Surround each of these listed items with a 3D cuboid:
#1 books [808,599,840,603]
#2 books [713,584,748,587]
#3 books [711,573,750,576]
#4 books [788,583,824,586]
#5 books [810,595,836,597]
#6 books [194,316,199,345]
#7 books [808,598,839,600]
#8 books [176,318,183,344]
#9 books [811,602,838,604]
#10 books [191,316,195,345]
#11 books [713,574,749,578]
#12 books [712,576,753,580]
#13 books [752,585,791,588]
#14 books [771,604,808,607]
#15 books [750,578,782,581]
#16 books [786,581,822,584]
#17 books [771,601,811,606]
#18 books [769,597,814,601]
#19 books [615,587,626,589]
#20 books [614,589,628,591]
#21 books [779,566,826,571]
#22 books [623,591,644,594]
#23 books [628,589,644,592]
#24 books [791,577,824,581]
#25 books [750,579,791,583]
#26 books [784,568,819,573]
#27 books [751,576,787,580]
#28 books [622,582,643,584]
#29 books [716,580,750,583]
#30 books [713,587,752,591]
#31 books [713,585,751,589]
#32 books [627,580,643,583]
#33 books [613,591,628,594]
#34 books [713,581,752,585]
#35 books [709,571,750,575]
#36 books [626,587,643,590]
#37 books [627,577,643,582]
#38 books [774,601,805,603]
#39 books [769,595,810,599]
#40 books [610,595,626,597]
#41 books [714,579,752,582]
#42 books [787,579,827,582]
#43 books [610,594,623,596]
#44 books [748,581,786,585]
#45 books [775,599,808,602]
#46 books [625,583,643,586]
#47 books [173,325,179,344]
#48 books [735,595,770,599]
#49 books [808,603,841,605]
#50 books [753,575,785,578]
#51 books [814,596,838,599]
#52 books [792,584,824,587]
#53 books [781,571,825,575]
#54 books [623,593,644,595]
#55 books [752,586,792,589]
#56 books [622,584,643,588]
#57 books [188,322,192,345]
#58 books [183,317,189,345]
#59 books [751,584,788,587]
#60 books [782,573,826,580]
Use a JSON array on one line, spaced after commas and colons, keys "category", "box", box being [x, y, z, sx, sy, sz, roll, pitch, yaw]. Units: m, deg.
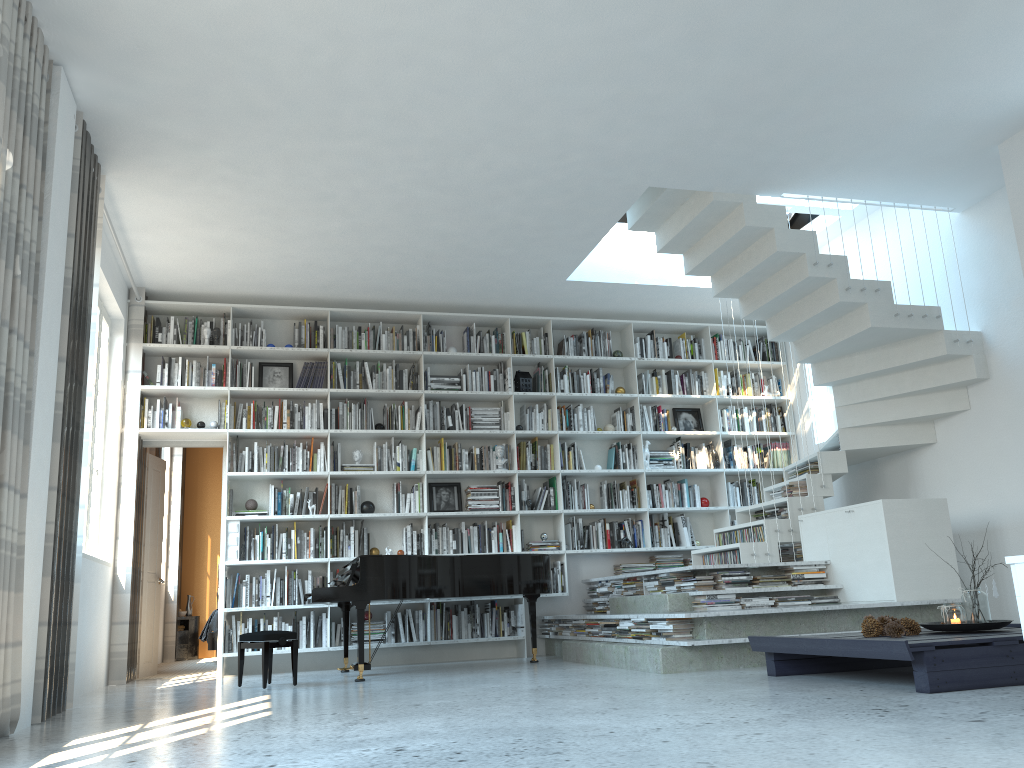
[{"category": "books", "box": [2.214, 1.561, 6.377, 0.234, 0.017, 0.152, 1, -15, -14]}, {"category": "books", "box": [1.567, 1.444, 6.359, 0.207, 0.012, 0.132, 2, -15, -19]}, {"category": "books", "box": [1.567, 1.366, 6.363, 0.228, 0.009, 0.159, 2, -15, -19]}, {"category": "books", "box": [2.128, 1.469, 6.499, 0.259, 0.009, 0.153, 2, -15, -18]}, {"category": "books", "box": [2.210, 1.532, 6.393, 0.215, 0.007, 0.131, 1, -15, -13]}, {"category": "books", "box": [-2.787, -0.434, 7.819, 0.029, 0.313, 0.129, 1, -14, -15]}, {"category": "books", "box": [2.212, 1.551, 6.384, 0.225, 0.007, 0.133, 0, -15, -12]}, {"category": "books", "box": [-2.900, -0.418, 7.751, 0.057, 0.262, 0.191, 1, -14, -15]}, {"category": "books", "box": [2.215, 1.574, 6.372, 0.179, 0.010, 0.160, 1, -15, -15]}, {"category": "books", "box": [-2.805, -0.431, 7.803, 0.014, 0.303, 0.146, 1, -14, -15]}, {"category": "books", "box": [1.566, 1.381, 6.368, 0.221, 0.018, 0.154, 1, -15, -14]}, {"category": "books", "box": [1.573, 1.390, 6.340, 0.230, 0.015, 0.190, 0, -14, -11]}, {"category": "books", "box": [1.844, 1.467, 6.407, 0.287, 0.005, 0.165, 0, -14, -11]}, {"category": "books", "box": [1.958, 1.576, 6.305, 0.249, 0.009, 0.144, 1, -15, -16]}, {"category": "books", "box": [1.839, 1.420, 6.430, 0.179, 0.010, 0.160, 1, -15, -13]}, {"category": "books", "box": [2.126, 1.459, 6.508, 0.262, 0.016, 0.132, 2, -15, -20]}, {"category": "books", "box": [1.962, 1.558, 6.289, 0.250, 0.018, 0.178, 0, -15, -13]}, {"category": "books", "box": [1.962, 1.526, 6.294, 0.287, 0.018, 0.190, 1, -15, -16]}, {"category": "books", "box": [0.992, 1.750, 7.614, 0.150, 0.013, 0.216, 1, -15, -15]}, {"category": "books", "box": [0.989, 1.765, 7.610, 0.154, 0.018, 0.221, 1, -15, -16]}, {"category": "books", "box": [2.128, 1.353, 6.508, 0.285, 0.013, 0.181, 2, -15, -20]}, {"category": "books", "box": [1.052, 1.720, 7.330, 0.178, 0.014, 0.248, 2, -15, -17]}, {"category": "books", "box": [1.072, 1.706, 7.340, 0.138, 0.017, 0.238, 1, -15, -16]}, {"category": "books", "box": [2.127, 1.436, 6.508, 0.268, 0.014, 0.160, 1, -15, -16]}, {"category": "books", "box": [1.845, 1.426, 6.406, 0.273, 0.014, 0.188, 2, -15, -20]}, {"category": "books", "box": [2.126, 1.374, 6.514, 0.192, 0.024, 0.168, 0, -14, -11]}, {"category": "books", "box": [1.839, 1.408, 6.428, 0.245, 0.013, 0.173, 1, -15, -16]}, {"category": "books", "box": [1.046, 1.648, 7.347, 0.187, 0.009, 0.261, 1, -15, -16]}, {"category": "books", "box": [1.570, 1.417, 6.352, 0.210, 0.012, 0.168, 1, -15, -14]}, {"category": "books", "box": [1.574, 1.464, 6.334, 0.216, 0.015, 0.178, 2, -15, -17]}, {"category": "books", "box": [1.569, 1.455, 6.351, 0.227, 0.012, 0.149, 2, -15, -17]}, {"category": "books", "box": [1.071, 1.638, 7.357, 0.128, 0.013, 0.297, 2, -15, -17]}, {"category": "books", "box": [0.979, 1.785, 7.602, 0.164, 0.023, 0.242, 0, -15, -12]}, {"category": "books", "box": [1.573, 1.426, 6.340, 0.215, 0.013, 0.190, 1, -15, -16]}, {"category": "books", "box": [1.561, 1.359, 6.386, 0.261, 0.016, 0.129, 1, -15, -16]}, {"category": "books", "box": [1.060, 1.689, 7.341, 0.159, 0.018, 0.203, 2, -15, -17]}, {"category": "books", "box": [1.059, 1.617, 7.359, 0.139, 0.028, 0.262, 0, -14, -11]}, {"category": "books", "box": [1.960, 1.548, 6.297, 0.254, 0.005, 0.161, 2, -15, -19]}, {"category": "books", "box": [1.951, 1.516, 6.304, 0.275, 0.009, 0.177, 1, -15, -15]}, {"category": "books", "box": [0.977, 1.813, 7.594, 0.183, 0.012, 0.297, 1, -15, -16]}, {"category": "books", "box": [1.568, 1.408, 6.357, 0.260, 0.009, 0.153, 0, -15, -13]}, {"category": "books", "box": [2.132, 1.441, 6.487, 0.281, 0.008, 0.181, 0, -14, -11]}, {"category": "books", "box": [0.971, 1.802, 7.595, 0.190, 0.012, 0.236, 2, -15, -17]}, {"category": "books", "box": [1.842, 1.445, 6.417, 0.214, 0.015, 0.177, 1, -15, -14]}, {"category": "books", "box": [1.955, 1.546, 6.315, 0.273, 0.009, 0.129, 0, -15, -13]}, {"category": "books", "box": [1.053, 1.658, 7.347, 0.161, 0.012, 0.255, 0, -15, -12]}, {"category": "books", "box": [-2.933, -0.390, 7.741, 0.030, 0.205, 0.176, 1, -14, -15]}, {"category": "books", "box": [1.681, 1.501, 6.244, 0.220, 0.013, 0.149, 1, -15, -16]}, {"category": "books", "box": [2.217, 1.580, 6.366, 0.261, 0.006, 0.152, 2, -15, -19]}, {"category": "books", "box": [1.841, 1.394, 6.424, 0.203, 0.011, 0.173, 2, -15, -20]}, {"category": "books", "box": [2.210, 1.542, 6.391, 0.229, 0.014, 0.133, 1, -15, -16]}, {"category": "books", "box": [2.132, 1.477, 6.488, 0.220, 0.011, 0.178, 2, -15, -17]}, {"category": "books", "box": [2.129, 1.390, 6.503, 0.261, 0.012, 0.180, 0, -15, -12]}, {"category": "books", "box": [1.046, 1.732, 7.326, 0.182, 0.011, 0.254, 0, -15, -12]}, {"category": "books", "box": [1.844, 1.473, 6.406, 0.291, 0.007, 0.174, 0, -15, -13]}, {"category": "books", "box": [1.051, 1.672, 7.342, 0.179, 0.017, 0.293, 1, -15, -14]}, {"category": "books", "box": [-2.829, -0.406, 7.804, 0.030, 0.257, 0.130, 1, -14, -15]}, {"category": "books", "box": [-2.858, -0.423, 7.781, 0.039, 0.282, 0.182, 1, -14, -15]}, {"category": "books", "box": [1.838, 1.463, 6.429, 0.293, 0.014, 0.134, 2, -15, -18]}, {"category": "books", "box": [2.128, 1.412, 6.505, 0.284, 0.030, 0.177, 1, -15, -14]}]
